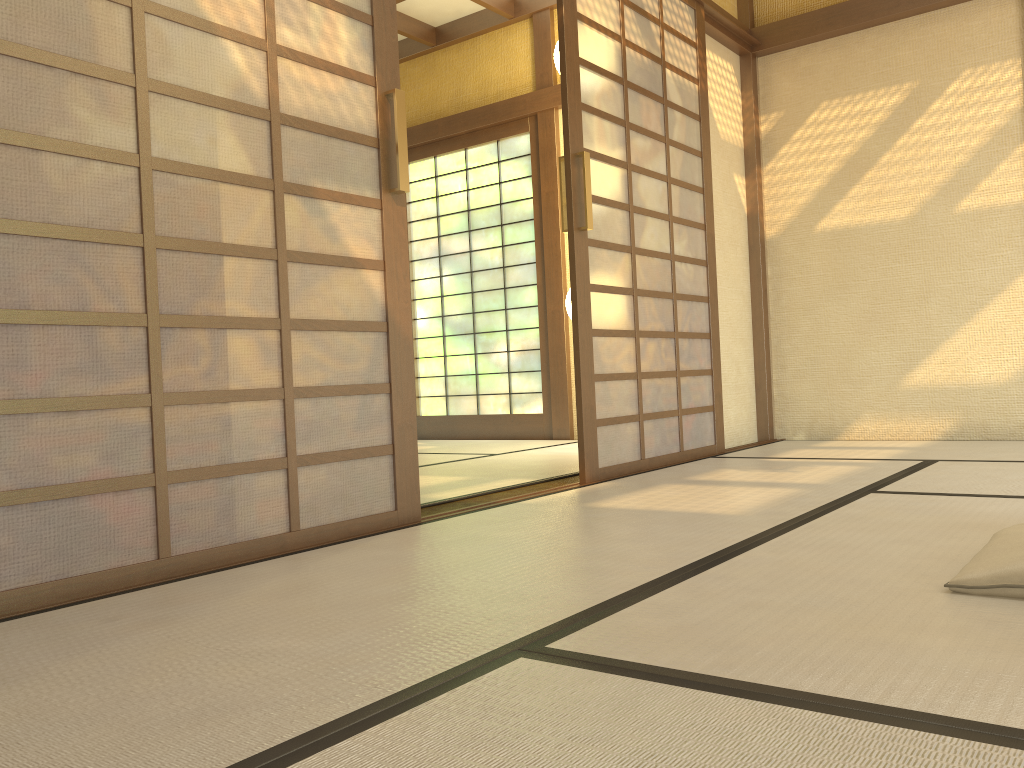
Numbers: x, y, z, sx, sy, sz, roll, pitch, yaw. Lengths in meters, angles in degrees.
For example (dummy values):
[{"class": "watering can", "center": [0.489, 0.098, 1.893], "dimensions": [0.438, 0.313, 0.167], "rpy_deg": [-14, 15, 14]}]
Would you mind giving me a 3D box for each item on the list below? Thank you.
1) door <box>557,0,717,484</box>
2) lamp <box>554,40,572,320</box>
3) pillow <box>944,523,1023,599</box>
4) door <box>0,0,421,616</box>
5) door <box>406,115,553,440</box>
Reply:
[{"class": "door", "center": [0.572, -0.760, 3.949], "dimensions": [0.076, 2.265, 1.230], "rpy_deg": [-3, 0, 37]}, {"class": "lamp", "center": [0.442, -1.465, 5.123], "dimensions": [0.363, 2.297, 0.363], "rpy_deg": [-3, 0, 37]}, {"class": "pillow", "center": [1.104, 0.315, 1.585], "dimensions": [0.496, 0.107, 0.486], "rpy_deg": [-3, 0, 41]}, {"class": "door", "center": [-0.728, -0.691, 2.219], "dimensions": [0.076, 2.265, 1.230], "rpy_deg": [-3, 0, 37]}, {"class": "door", "center": [-0.887, -0.677, 6.941], "dimensions": [2.890, 2.230, 0.140], "rpy_deg": [-3, 0, 37]}]
